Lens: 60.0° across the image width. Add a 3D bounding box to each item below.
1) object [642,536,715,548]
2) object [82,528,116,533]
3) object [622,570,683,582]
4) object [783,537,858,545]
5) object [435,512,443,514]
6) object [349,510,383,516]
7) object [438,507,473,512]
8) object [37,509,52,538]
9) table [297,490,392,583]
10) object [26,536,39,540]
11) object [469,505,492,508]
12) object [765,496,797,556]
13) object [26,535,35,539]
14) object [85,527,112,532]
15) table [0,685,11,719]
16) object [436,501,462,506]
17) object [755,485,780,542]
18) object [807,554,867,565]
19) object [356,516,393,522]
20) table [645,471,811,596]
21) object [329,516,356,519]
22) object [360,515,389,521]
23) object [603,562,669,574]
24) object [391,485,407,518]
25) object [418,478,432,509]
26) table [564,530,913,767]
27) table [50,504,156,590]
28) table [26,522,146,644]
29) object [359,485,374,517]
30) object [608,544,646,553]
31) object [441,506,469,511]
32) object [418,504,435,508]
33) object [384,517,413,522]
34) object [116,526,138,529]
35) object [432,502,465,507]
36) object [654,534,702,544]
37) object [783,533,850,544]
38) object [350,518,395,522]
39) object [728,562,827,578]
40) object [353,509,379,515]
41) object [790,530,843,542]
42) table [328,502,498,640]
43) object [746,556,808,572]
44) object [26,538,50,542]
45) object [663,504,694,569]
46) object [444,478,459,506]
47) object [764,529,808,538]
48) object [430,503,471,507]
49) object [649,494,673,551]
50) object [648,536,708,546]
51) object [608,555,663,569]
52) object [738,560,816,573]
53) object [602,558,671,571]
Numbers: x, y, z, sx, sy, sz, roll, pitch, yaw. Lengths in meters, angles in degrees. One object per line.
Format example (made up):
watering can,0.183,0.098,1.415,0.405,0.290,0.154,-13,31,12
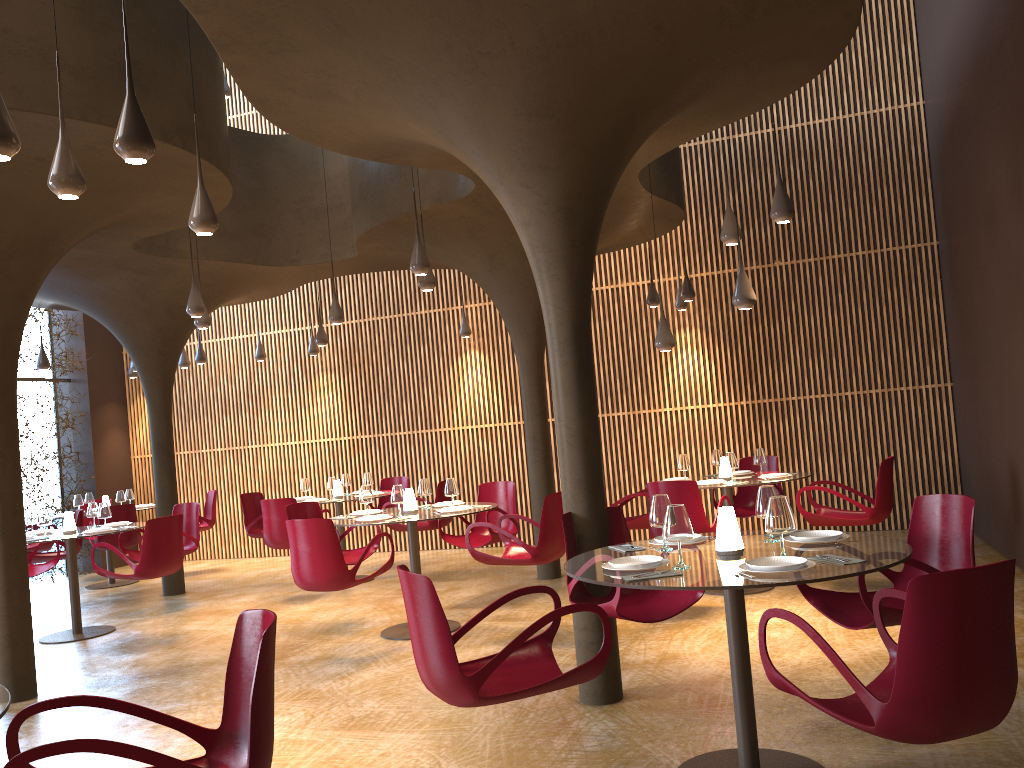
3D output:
object,0.935,0.881,4.969,0.410,0.012,0.204,-4,-3,-19
object,-4.422,1.573,9.493,0.331,0.014,0.332,-2,-4,-41
object,0.630,0.865,3.991,0.262,0.017,0.126,-5,-3,-9
object,1.591,0.807,4.622,0.204,0.012,0.411,-4,-3,-17
object,-0.529,1.172,8.232,0.204,0.012,0.410,-7,-3,34
object,-1.437,1.275,8.745,0.332,0.014,0.331,-8,-4,45
object,-0.527,1.170,8.236,0.331,0.014,0.332,-3,-4,-38
object,-4.929,1.473,9.343,0.142,0.295,0.142,-5,-2,10
table,-2.274,2.080,11.848,1.674,1.129,1.672,-6,-3,28
object,-5.142,1.626,9.283,0.332,0.014,0.332,-6,-3,11
object,-0.323,1.171,8.460,0.262,0.017,0.126,-7,-4,39
object,1.254,0.674,4.137,0.142,0.295,0.142,-5,-2,3
object,-5.143,1.616,9.283,0.263,0.029,0.263,-6,-3,27
object,-4.423,1.564,9.493,0.263,0.029,0.263,-8,-4,42
table,-2.292,1.613,2.430,1.671,1.129,1.675,-4,-3,-21
object,-0.637,1.204,8.910,0.263,0.029,0.263,-6,-3,20
object,1.376,0.693,4.745,0.142,0.295,0.142,-6,-2,31
object,1.463,0.793,3.999,0.126,0.017,0.262,-4,-3,-19
object,-1.247,1.223,8.026,0.332,0.014,0.332,-5,-3,8
table,2.270,1.550,9.175,1.674,1.129,1.671,-7,-3,38
object,-1.624,1.287,8.507,0.262,0.017,0.126,-7,-3,35
object,-1.248,1.213,8.026,0.263,0.029,0.263,-7,-4,37
object,0.599,0.877,4.296,0.204,0.012,0.411,-4,-3,-13
object,-1.033,1.070,8.087,0.142,0.295,0.142,-5,-2,10
object,-0.868,1.093,8.839,0.142,0.295,0.142,-4,-2,-39
table,1.143,1.413,4.431,1.671,1.129,1.674,-4,-2,-14
table,-6.149,2.502,13.536,1.671,1.129,1.675,-4,-3,-30
table,-4.815,2.197,9.742,1.674,1.129,1.671,-7,-3,38
object,-1.399,1.123,8.520,0.142,0.295,0.142,-4,-2,-34
object,0.636,0.911,4.910,0.126,0.017,0.262,-4,-3,-15
object,-0.528,1.161,8.236,0.263,0.029,0.263,-6,-3,26
object,-0.889,1.251,9.073,0.126,0.017,0.262,-7,-3,29
object,-1.005,1.200,7.845,0.126,0.017,0.262,-7,-3,33
object,-4.219,1.574,9.717,0.262,0.017,0.126,-7,-4,39
object,-0.636,1.213,8.910,0.332,0.014,0.332,-5,-3,0
object,0.930,0.871,4.968,0.263,0.029,0.263,-2,-4,-43
object,1.589,0.806,4.627,0.332,0.014,0.331,-7,-3,35
object,-1.251,1.225,8.028,0.411,0.012,0.204,-7,-3,29
object,1.167,0.809,3.918,0.410,0.012,0.204,-4,-3,-23
object,-1.438,1.266,8.745,0.263,0.029,0.263,-6,-3,25
object,1.589,0.796,4.627,0.263,0.029,0.263,-4,-3,-22
table,-0.920,1.794,8.485,1.674,1.129,1.671,-7,-3,38
object,1.171,0.798,3.921,0.263,0.029,0.263,-5,-3,4
object,-4.901,1.603,9.102,0.126,0.017,0.262,-7,-3,33
object,0.782,0.716,4.167,0.142,0.295,0.142,-6,-2,24
object,-0.574,1.049,8.469,0.142,0.295,0.142,-5,-2,-7
object,1.542,0.832,4.925,0.262,0.017,0.126,-4,-3,-13
object,-0.631,1.214,8.908,0.411,0.012,0.204,-6,-3,25
object,0.810,0.744,4.765,0.142,0.295,0.142,-4,-2,-38
object,0.931,0.880,4.967,0.332,0.014,0.332,-5,-3,2
object,0.600,0.866,4.292,0.263,0.029,0.263,-4,-3,-25
object,1.171,0.807,3.921,0.332,0.014,0.332,-5,-3,1
object,0.601,0.876,4.292,0.332,0.014,0.332,-5,-3,4
